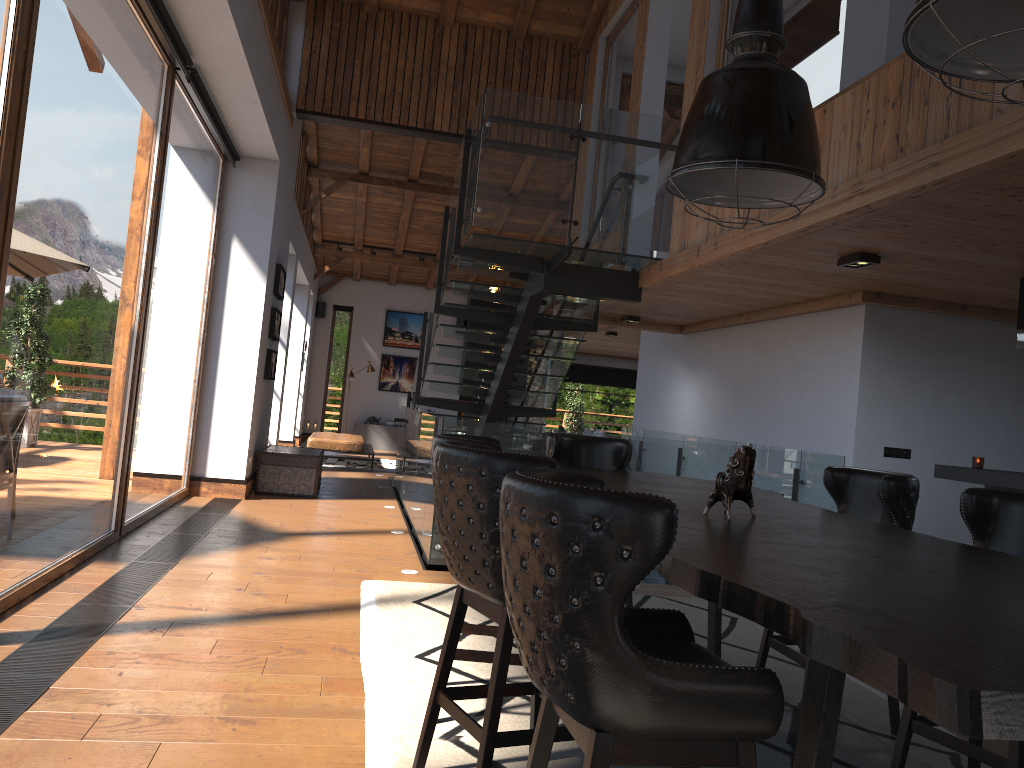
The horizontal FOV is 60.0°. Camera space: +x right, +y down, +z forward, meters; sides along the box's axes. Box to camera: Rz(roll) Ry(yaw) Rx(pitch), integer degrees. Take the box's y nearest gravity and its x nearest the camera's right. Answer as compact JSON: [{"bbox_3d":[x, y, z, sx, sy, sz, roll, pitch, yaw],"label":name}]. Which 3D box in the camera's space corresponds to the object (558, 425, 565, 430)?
[{"bbox_3d":[1.091,1.050,19.151,0.148,0.319,0.250,4,-2,31],"label":"object"}]

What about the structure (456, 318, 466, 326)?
[{"bbox_3d":[-1.153,-1.314,20.032,0.214,0.349,0.212,6,-2,-11],"label":"structure"}]

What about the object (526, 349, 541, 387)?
[{"bbox_3d":[0.444,0.469,20.145,0.496,2.613,0.464,6,-2,-11],"label":"object"}]

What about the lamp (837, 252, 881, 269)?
[{"bbox_3d":[2.201,-0.787,5.628,0.156,0.068,0.260,6,-1,-10],"label":"lamp"}]

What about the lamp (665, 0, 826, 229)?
[{"bbox_3d":[1.133,-2.964,3.606,0.615,4.688,0.628,4,-3,34],"label":"lamp"}]

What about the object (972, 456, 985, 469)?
[{"bbox_3d":[3.244,0.549,6.170,0.078,0.081,0.080,5,-2,24],"label":"object"}]

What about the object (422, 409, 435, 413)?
[{"bbox_3d":[-1.846,0.774,19.651,0.339,0.455,0.335,5,-2,15],"label":"object"}]

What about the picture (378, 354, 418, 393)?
[{"bbox_3d":[-2.508,-0.217,19.817,0.883,0.816,0.036,6,-2,-11],"label":"picture"}]

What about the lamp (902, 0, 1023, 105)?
[{"bbox_3d":[1.411,-2.976,2.046,0.615,4.688,0.628,4,-3,34],"label":"lamp"}]

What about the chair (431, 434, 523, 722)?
[{"bbox_3d":[-0.087,0.768,3.538,0.568,1.093,0.503,6,-2,-2],"label":"chair"}]

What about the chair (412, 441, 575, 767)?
[{"bbox_3d":[-0.007,0.746,2.722,0.573,1.093,0.499,7,-2,-27],"label":"chair"}]

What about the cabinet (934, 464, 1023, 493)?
[{"bbox_3d":[3.814,1.147,4.039,0.892,1.104,4.778,6,-2,-10],"label":"cabinet"}]

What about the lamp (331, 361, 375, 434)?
[{"bbox_3d":[-3.371,0.412,18.467,0.525,1.900,1.327,5,-2,11],"label":"lamp"}]

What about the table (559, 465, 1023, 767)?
[{"bbox_3d":[0.770,0.921,3.000,1.435,0.950,3.779,6,-1,-10],"label":"table"}]

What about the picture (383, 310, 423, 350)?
[{"bbox_3d":[-2.411,-1.207,19.857,0.883,0.816,0.036,6,-2,-11],"label":"picture"}]

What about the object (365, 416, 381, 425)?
[{"bbox_3d":[-3.032,0.794,19.417,0.401,0.183,0.228,5,-2,33],"label":"object"}]

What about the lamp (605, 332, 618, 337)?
[{"bbox_3d":[1.762,-0.886,15.710,0.156,0.068,0.260,6,-1,-10],"label":"lamp"}]

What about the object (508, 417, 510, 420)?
[{"bbox_3d":[0.070,0.890,16.773,0.406,0.808,0.619,6,-2,1],"label":"object"}]

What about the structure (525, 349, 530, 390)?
[{"bbox_3d":[0.453,0.463,20.137,0.504,2.618,0.509,6,-2,-11],"label":"structure"}]

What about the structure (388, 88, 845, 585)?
[{"bbox_3d":[-1.989,0.845,7.863,9.249,6.402,10.974,6,-2,-10],"label":"structure"}]

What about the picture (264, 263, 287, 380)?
[{"bbox_3d":[-2.763,-0.703,10.358,0.059,1.313,0.770,6,-2,-10],"label":"picture"}]

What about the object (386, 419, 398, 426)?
[{"bbox_3d":[-2.648,0.846,19.512,0.282,0.161,0.258,6,-2,-8],"label":"object"}]

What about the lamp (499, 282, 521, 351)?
[{"bbox_3d":[-0.006,-1.576,17.432,0.263,2.203,0.796,6,-2,-19],"label":"lamp"}]

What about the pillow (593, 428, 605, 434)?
[{"bbox_3d":[1.680,1.097,17.506,0.284,0.469,0.526,6,-2,-7],"label":"pillow"}]

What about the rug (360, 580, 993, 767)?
[{"bbox_3d":[0.729,1.382,3.309,2.562,0.047,5.605,6,-1,-10],"label":"rug"}]

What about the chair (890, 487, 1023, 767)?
[{"bbox_3d":[1.660,0.915,2.961,0.573,1.093,0.499,7,-2,-27],"label":"chair"}]

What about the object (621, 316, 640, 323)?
[{"bbox_3d":[1.376,-0.753,10.277,0.156,0.068,0.260,6,-1,-10],"label":"object"}]

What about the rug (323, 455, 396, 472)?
[{"bbox_3d":[-1.711,1.421,15.357,3.823,0.053,2.421,6,-1,-10],"label":"rug"}]

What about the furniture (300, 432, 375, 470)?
[{"bbox_3d":[-2.997,1.101,15.309,1.180,0.437,2.746,6,-1,-10],"label":"furniture"}]

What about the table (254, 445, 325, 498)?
[{"bbox_3d":[-2.583,1.005,10.383,0.687,0.470,1.248,6,-2,-10],"label":"table"}]

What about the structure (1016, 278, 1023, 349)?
[{"bbox_3d":[3.947,-0.447,4.290,0.714,0.476,3.235,6,-1,-10],"label":"structure"}]

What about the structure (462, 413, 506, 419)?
[{"bbox_3d":[-0.629,0.902,19.778,0.986,0.515,0.182,6,-2,-11],"label":"structure"}]

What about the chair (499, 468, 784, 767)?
[{"bbox_3d":[0.209,0.744,1.788,0.571,1.093,0.501,6,-2,-12],"label":"chair"}]

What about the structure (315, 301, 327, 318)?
[{"bbox_3d":[-4.193,-1.625,19.429,0.214,0.349,0.212,6,-2,-11],"label":"structure"}]

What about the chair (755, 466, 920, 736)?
[{"bbox_3d":[1.444,0.917,3.895,0.571,1.093,0.501,6,-2,-12],"label":"chair"}]

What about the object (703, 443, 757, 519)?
[{"bbox_3d":[0.731,0.319,2.955,0.114,0.254,0.223,4,-3,42],"label":"object"}]

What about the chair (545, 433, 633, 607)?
[{"bbox_3d":[0.406,0.842,4.953,0.506,1.093,0.565,6,-2,-12],"label":"chair"}]

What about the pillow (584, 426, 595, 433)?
[{"bbox_3d":[1.561,1.102,18.172,0.284,0.469,0.526,6,-2,-7],"label":"pillow"}]

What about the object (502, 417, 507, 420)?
[{"bbox_3d":[-0.214,1.189,19.476,0.304,1.018,0.311,4,-3,35],"label":"object"}]
